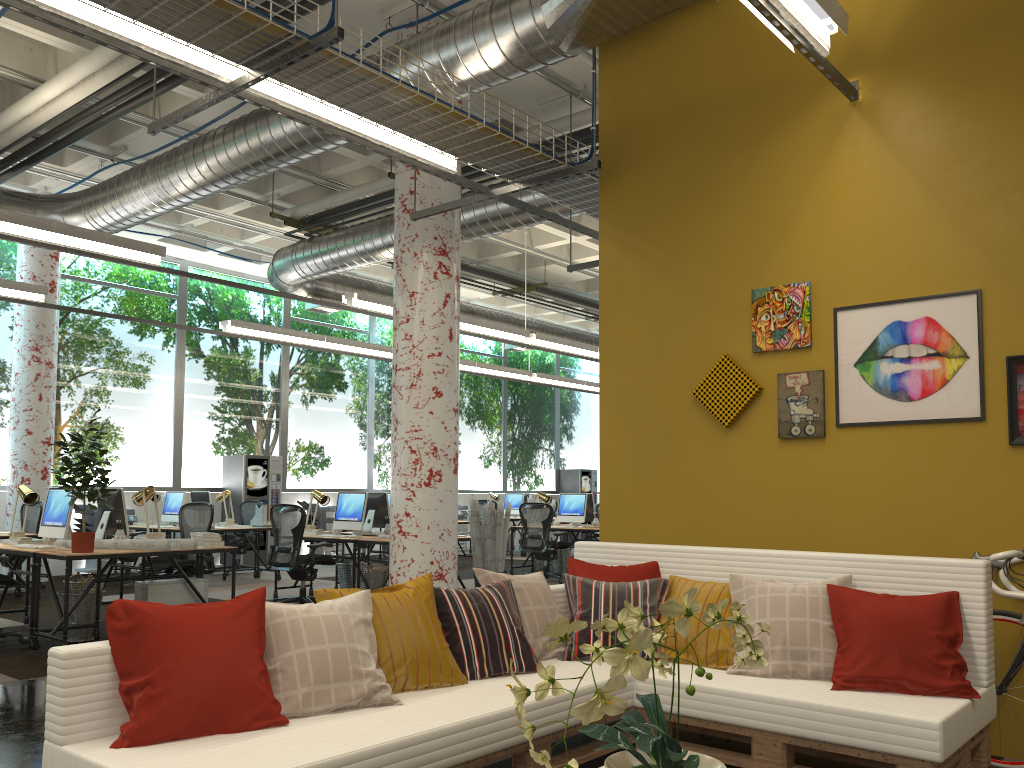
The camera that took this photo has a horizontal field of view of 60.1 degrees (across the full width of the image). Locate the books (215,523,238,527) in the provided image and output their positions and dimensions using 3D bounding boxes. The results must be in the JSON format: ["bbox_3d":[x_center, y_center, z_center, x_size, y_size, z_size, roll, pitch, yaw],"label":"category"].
[{"bbox_3d":[-4.000,1.963,12.345,0.309,0.038,0.226,-6,-9,40],"label":"books"}]

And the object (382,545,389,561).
[{"bbox_3d":[-2.183,2.937,15.843,0.359,0.433,0.354,-4,-7,36],"label":"object"}]

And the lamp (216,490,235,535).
[{"bbox_3d":[-3.972,1.781,12.331,0.219,0.608,0.529,3,-6,-30],"label":"lamp"}]

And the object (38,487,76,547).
[{"bbox_3d":[-3.718,1.093,7.294,0.484,0.483,0.190,-4,-6,40],"label":"object"}]

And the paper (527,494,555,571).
[{"bbox_3d":[0.433,2.330,13.935,0.441,1.193,0.414,-1,-5,18],"label":"paper"}]

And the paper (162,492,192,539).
[{"bbox_3d":[-5.043,2.226,13.326,0.441,1.193,0.414,-1,-5,18],"label":"paper"}]

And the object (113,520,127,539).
[{"bbox_3d":[-3.359,1.271,7.593,0.101,0.208,0.102,1,-5,-5],"label":"object"}]

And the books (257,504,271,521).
[{"bbox_3d":[-3.409,1.806,12.158,0.234,0.309,0.068,-4,-6,40],"label":"books"}]

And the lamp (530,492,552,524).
[{"bbox_3d":[0.384,1.892,13.042,0.219,0.608,0.529,3,-6,-30],"label":"lamp"}]

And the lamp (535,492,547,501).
[{"bbox_3d":[0.675,2.492,17.860,0.219,0.608,0.529,3,-6,-30],"label":"lamp"}]

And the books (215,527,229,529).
[{"bbox_3d":[-3.902,1.893,11.682,0.243,0.019,0.206,-2,-7,17],"label":"books"}]

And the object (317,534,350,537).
[{"bbox_3d":[-1.921,1.639,9.560,0.440,0.017,0.119,-6,-9,40],"label":"object"}]

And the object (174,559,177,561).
[{"bbox_3d":[-4.746,2.545,12.798,0.353,0.433,0.370,2,-6,-14],"label":"object"}]

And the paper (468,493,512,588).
[{"bbox_3d":[-0.252,1.755,9.339,0.441,1.193,0.414,-1,-5,18],"label":"paper"}]

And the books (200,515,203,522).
[{"bbox_3d":[-4.059,1.707,11.385,0.234,0.309,0.068,-4,-6,40],"label":"books"}]

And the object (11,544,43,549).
[{"bbox_3d":[-3.882,1.305,7.124,0.440,0.017,0.119,-6,-9,40],"label":"object"}]

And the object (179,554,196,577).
[{"bbox_3d":[-4.328,2.432,11.867,0.359,0.433,0.354,-4,-7,36],"label":"object"}]

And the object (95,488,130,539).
[{"bbox_3d":[-3.579,1.165,7.865,0.484,0.483,0.190,-4,-6,40],"label":"object"}]

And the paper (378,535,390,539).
[{"bbox_3d":[-1.041,1.598,9.308,0.569,0.061,0.628,-5,-9,37],"label":"paper"}]

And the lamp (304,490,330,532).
[{"bbox_3d":[-2.244,1.509,10.066,0.209,0.608,0.529,3,-6,-30],"label":"lamp"}]

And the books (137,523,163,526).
[{"bbox_3d":[-5.067,1.964,12.394,0.309,0.038,0.226,-6,-9,40],"label":"books"}]

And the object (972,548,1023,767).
[{"bbox_3d":[2.543,1.132,3.561,0.402,1.036,1.740,5,-8,-44],"label":"object"}]

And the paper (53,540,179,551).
[{"bbox_3d":[-3.120,1.251,6.927,1.134,0.082,0.083,-2,-6,15],"label":"paper"}]

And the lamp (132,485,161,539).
[{"bbox_3d":[-3.092,1.166,7.523,0.209,0.608,0.529,3,-6,-30],"label":"lamp"}]

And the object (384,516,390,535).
[{"bbox_3d":[-1.398,1.605,10.029,0.101,0.208,0.102,1,-5,-5],"label":"object"}]

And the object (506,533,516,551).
[{"bbox_3d":[-0.097,3.256,18.326,0.359,0.433,0.354,-4,-7,36],"label":"object"}]

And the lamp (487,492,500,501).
[{"bbox_3d":[-0.446,2.499,17.962,0.219,0.608,0.529,3,-6,-30],"label":"lamp"}]

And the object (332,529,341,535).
[{"bbox_3d":[-1.978,1.596,9.983,0.101,0.208,0.102,1,-5,-5],"label":"object"}]

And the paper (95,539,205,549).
[{"bbox_3d":[-3.012,1.268,7.055,1.134,0.082,0.083,0,-6,5],"label":"paper"}]

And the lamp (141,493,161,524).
[{"bbox_3d":[-5.088,1.788,12.435,0.209,0.608,0.529,3,-6,-30],"label":"lamp"}]

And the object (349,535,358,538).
[{"bbox_3d":[-1.674,1.607,9.344,0.059,0.029,0.106,-5,-9,41],"label":"object"}]

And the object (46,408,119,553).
[{"bbox_3d":[-3.197,0.712,6.587,0.514,1.073,0.440,-2,-5,31],"label":"object"}]

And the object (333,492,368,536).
[{"bbox_3d":[-1.757,1.428,9.730,0.484,0.483,0.190,-4,-6,40],"label":"object"}]

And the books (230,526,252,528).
[{"bbox_3d":[-3.648,1.921,11.919,0.200,0.023,0.236,-1,-7,13],"label":"books"}]

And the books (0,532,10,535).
[{"bbox_3d":[-5.513,1.636,9.699,0.200,0.023,0.236,-1,-7,13],"label":"books"}]

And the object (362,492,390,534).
[{"bbox_3d":[-1.618,1.499,10.301,0.484,0.483,0.190,-4,-6,40],"label":"object"}]

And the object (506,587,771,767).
[{"bbox_3d":[0.369,0.844,2.264,0.790,0.613,0.418,5,-7,-38],"label":"object"}]

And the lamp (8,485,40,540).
[{"bbox_3d":[-4.209,1.174,7.627,0.219,0.608,0.529,3,-6,-30],"label":"lamp"}]

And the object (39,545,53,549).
[{"bbox_3d":[-3.635,1.273,6.908,0.059,0.029,0.106,-5,-9,41],"label":"object"}]

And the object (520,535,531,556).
[{"bbox_3d":[0.319,3.143,17.396,0.359,0.433,0.354,-4,-7,36],"label":"object"}]

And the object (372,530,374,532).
[{"bbox_3d":[-1.703,1.770,10.655,0.059,0.029,0.106,-5,-9,41],"label":"object"}]

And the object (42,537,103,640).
[{"bbox_3d":[-3.637,1.597,7.308,0.849,0.929,0.105,-4,-6,35],"label":"object"}]
